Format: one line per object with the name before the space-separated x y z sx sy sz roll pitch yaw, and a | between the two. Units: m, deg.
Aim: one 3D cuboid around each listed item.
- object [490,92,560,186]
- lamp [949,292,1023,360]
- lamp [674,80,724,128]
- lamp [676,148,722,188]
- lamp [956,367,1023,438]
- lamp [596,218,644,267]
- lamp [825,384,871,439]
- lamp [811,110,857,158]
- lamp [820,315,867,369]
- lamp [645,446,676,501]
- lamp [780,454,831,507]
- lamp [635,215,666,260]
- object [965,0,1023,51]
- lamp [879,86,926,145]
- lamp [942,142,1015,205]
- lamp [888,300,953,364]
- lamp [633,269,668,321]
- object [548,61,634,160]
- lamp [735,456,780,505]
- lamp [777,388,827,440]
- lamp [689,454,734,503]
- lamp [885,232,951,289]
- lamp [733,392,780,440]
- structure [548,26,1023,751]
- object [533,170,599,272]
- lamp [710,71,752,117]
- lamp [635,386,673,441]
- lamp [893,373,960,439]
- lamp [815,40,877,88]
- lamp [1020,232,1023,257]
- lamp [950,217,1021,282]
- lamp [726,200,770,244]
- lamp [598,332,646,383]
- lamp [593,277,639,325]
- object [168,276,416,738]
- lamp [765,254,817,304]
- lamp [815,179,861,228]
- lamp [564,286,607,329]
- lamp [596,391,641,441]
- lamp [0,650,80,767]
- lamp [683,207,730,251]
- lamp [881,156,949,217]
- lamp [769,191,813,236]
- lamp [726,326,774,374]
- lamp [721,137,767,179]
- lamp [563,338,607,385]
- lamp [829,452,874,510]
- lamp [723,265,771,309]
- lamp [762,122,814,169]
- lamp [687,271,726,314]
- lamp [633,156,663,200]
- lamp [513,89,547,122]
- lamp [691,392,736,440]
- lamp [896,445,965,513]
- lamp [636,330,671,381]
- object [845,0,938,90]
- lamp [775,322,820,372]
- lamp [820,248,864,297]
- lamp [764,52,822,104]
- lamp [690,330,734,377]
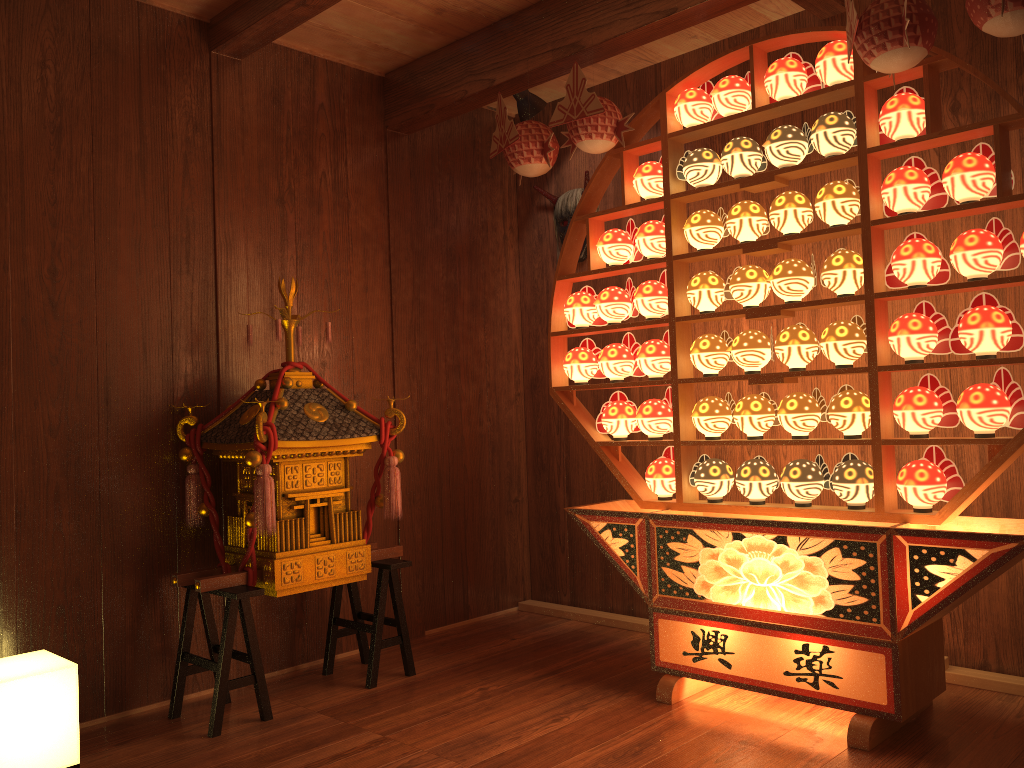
object | 0.063 -0.941 3.362 0.244 0.311 0.357 -1 -2 -20
lamp | 1.335 -0.169 2.498 0.194 0.200 0.162 -3 -2 29
lamp | 0.642 -1.002 3.158 0.162 0.200 0.193 -1 -2 -36
lamp | 0.682 -0.768 3.137 0.143 0.167 0.152 -1 -2 -31
lamp | 1.328 0.053 2.507 0.159 0.200 0.197 -2 -2 -11
lamp | 0.390 -0.543 3.405 0.161 0.200 0.195 -1 -2 -21
lamp | 1.063 0.085 2.762 0.138 0.173 0.158 -2 -2 9
lamp | 1.013 -0.794 2.804 0.162 0.173 0.135 -1 -2 -31
lamp | 1.037 -0.134 2.784 0.162 0.173 0.135 -1 -2 -31
lamp | 0.555 0.328 3.249 0.188 0.197 0.162 -3 -2 34
lamp | 0.939 0.316 2.883 0.160 0.167 0.136 -2 -2 -16
lamp | 0.519 -0.550 3.277 0.162 0.195 0.183 -1 -2 -31
object | 1.259 -1.035 2.223 0.220 0.318 0.379 -4 -2 39
lamp | 1.173 -0.819 2.651 0.194 0.200 0.162 -3 -2 29
lamp | 1.301 -0.605 2.530 0.162 0.195 0.183 -1 -2 -31
lamp | 1.190 -0.156 2.636 0.162 0.195 0.183 -1 -2 -36
lamp | 0.513 -0.331 3.283 0.162 0.200 0.194 -1 -2 -31
object | 0.294 -0.967 3.150 0.336 0.306 0.223 -4 -3 44
lamp | 0.825 0.327 2.989 0.136 0.161 0.161 -3 -2 24
lamp | 0.931 0.097 2.890 0.160 0.167 0.136 -2 -2 -16
lamp | 0.713 0.332 3.102 0.142 0.167 0.154 -2 -2 -16
lamp | 1.201 -0.373 2.627 0.184 0.187 0.161 -3 -2 24
lamp | 0.816 0.108 2.994 0.134 0.161 0.162 -4 -3 44
structure | 0.869 -0.048 2.948 1.893 2.195 0.507 -4 -3 44
object | 0.284 -0.757 4.250 0.351 0.453 0.142 -4 -3 44
lamp | 0.752 -0.999 3.059 0.160 0.179 0.166 -2 -2 -16
lamp | 0.520 0.109 3.276 0.161 0.200 0.195 -1 -2 -21
lamp | 1.201 0.065 2.627 0.162 0.194 0.180 -1 -2 -36
lamp | 1.024 -1.023 2.791 0.162 0.188 0.183 -1 -2 -41
lamp | 1.446 -0.397 2.391 0.162 0.200 0.194 -1 -2 -31
lamp | 1.316 -0.383 2.520 0.160 0.191 0.177 -2 -2 -16
lamp | 0.798 -0.553 3.011 0.136 0.161 0.161 -3 -2 24
lamp | 0.393 -0.102 3.398 0.162 0.200 0.193 -1 -2 -36
lamp | 0.383 -0.318 3.412 0.160 0.191 0.177 -2 -2 -16
object | -0.794 0.365 3.208 0.586 1.514 0.837 -4 -2 44
lamp | 0.915 -0.343 2.916 0.155 0.167 0.140 -2 -2 9
lamp | 1.024 -0.574 2.793 0.162 0.173 0.135 -1 -2 -41
lamp | 0.273 -0.308 3.514 0.184 0.187 0.161 -3 -2 24
lamp | 0.413 0.121 3.390 0.185 0.194 0.157 -2 -2 4
lamp | -1.433 0.965 2.510 0.270 0.315 0.290 -4 -3 44
lamp | 0.673 -0.547 3.134 0.160 0.167 0.136 -2 -2 -16
lamp | 1.176 -0.599 2.648 0.193 0.200 0.162 -4 -3 44
lamp | 0.914 -0.564 2.901 0.136 0.167 0.161 -3 -2 24
lamp | 0.808 -0.112 3.013 0.154 0.161 0.142 -3 -2 19
lamp | 0.782 -0.772 3.024 0.135 0.161 0.162 -3 -2 34
lamp | 0.269 -0.091 3.518 0.184 0.195 0.161 -3 -2 29
lamp | 1.072 0.304 2.757 0.138 0.173 0.158 -2 -2 9
lamp | 0.814 -0.333 3.004 0.142 0.161 0.154 -2 -2 -16
lamp | 0.898 -0.783 2.922 0.158 0.167 0.138 -2 -2 -6
lamp | 0.684 -0.327 3.117 0.136 0.167 0.161 -3 -2 24
lamp | 0.511 -0.772 3.284 0.162 0.200 0.194 -1 -2 -31
lamp | 0.074 -1.218 3.804 0.131 0.176 0.180 -3 -2 30
lamp | 0.696 0.114 3.114 0.160 0.167 0.136 -2 -2 -16
lamp | 1.210 0.282 2.624 0.162 0.197 0.188 -1 -2 -31
lamp | 0.523 -0.107 3.275 0.162 0.192 0.177 -1 -2 -31
object | 1.041 -1.007 2.430 0.235 0.314 0.373 -3 -2 22
lamp | 0.927 -0.123 2.888 0.135 0.167 0.161 -3 -2 29
lamp | 1.046 -0.355 2.778 0.137 0.173 0.159 -3 -2 14
lamp | 0.898 -1.020 2.912 0.194 0.200 0.162 -3 -2 34
lamp | 0.690 -0.107 3.116 0.161 0.167 0.135 -1 -2 -26
